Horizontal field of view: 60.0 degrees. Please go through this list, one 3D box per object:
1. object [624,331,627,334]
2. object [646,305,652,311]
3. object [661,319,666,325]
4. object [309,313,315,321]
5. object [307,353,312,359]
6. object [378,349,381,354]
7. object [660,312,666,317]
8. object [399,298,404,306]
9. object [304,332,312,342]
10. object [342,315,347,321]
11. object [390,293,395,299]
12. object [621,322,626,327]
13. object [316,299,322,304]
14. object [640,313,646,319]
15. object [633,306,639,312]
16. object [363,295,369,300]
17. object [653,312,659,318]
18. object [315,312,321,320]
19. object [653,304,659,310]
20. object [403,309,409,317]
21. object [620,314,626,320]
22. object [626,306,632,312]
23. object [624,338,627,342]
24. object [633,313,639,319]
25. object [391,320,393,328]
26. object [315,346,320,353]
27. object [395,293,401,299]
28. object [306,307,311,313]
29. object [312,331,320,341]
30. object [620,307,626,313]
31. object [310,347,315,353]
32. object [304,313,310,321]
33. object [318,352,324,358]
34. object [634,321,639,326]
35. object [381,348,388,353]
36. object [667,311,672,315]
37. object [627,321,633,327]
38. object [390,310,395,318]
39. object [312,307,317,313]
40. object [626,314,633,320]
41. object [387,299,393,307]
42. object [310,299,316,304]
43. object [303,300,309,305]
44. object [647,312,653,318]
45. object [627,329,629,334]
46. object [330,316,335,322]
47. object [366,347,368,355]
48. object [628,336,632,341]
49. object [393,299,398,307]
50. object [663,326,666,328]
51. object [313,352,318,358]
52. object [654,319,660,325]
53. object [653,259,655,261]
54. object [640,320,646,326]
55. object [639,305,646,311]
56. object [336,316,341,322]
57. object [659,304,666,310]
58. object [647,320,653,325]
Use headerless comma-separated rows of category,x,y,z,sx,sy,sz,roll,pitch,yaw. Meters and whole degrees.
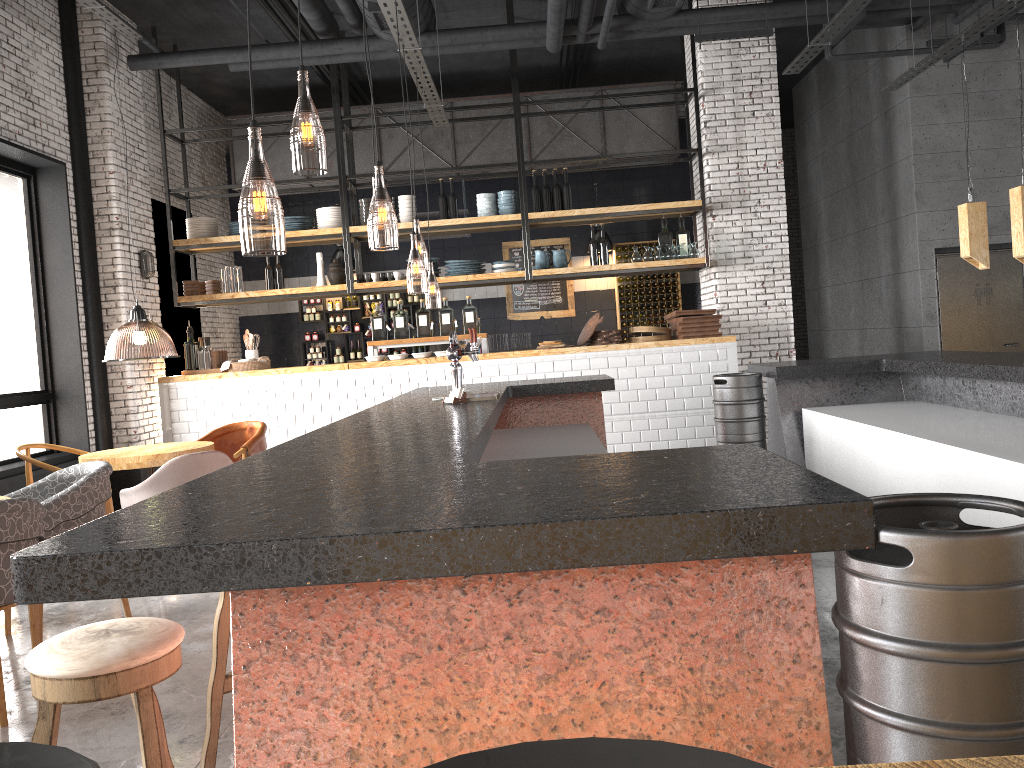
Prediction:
object,1.578,-0.731,12.477,0.079,0.079,0.281,-4,3,2
object,1.931,-1.072,12.459,0.079,0.079,0.284,-4,3,2
object,2.136,-0.877,12.479,0.079,0.079,0.281,-4,3,2
object,-2.854,-0.961,12.671,0.076,0.111,0.076,-3,2,21
object,-2.896,-0.402,12.688,0.070,0.083,0.071,-4,2,12
object,-1.923,-0.502,12.685,0.100,0.139,0.088,-4,2,2
object,2.128,-0.981,12.456,0.079,0.079,0.281,-4,3,2
object,-1.575,-1.166,12.636,0.076,0.111,0.076,-4,2,-3
object,-2.919,-0.677,12.704,0.100,0.139,0.088,-4,2,2
object,-2.390,-0.936,12.660,0.071,0.083,0.071,-4,2,-8
object,-1.706,-1.267,12.636,0.076,0.111,0.076,-5,2,-23
object,1.570,-0.835,12.465,0.079,0.079,0.281,-4,3,2
object,-2.761,-1.203,12.683,0.081,0.113,0.071,-4,2,2
object,1.845,-0.962,12.484,0.079,0.079,0.281,-4,3,2
object,1.743,-1.058,12.455,0.079,0.079,0.284,-4,3,2
object,-2.083,-1.273,12.644,0.079,0.156,0.079,-4,2,12
object,2.034,-0.975,12.475,0.079,0.079,0.281,-4,3,2
object,-2.772,-0.967,12.671,0.076,0.111,0.076,-4,2,-3
object,2.026,-1.080,12.477,0.079,0.079,0.284,-4,3,2
object,-1.516,-1.013,12.638,0.076,0.111,0.076,-5,2,-33
object,1.563,-0.941,12.486,0.079,0.079,0.281,-4,3,2
object,1.649,-1.052,12.467,0.079,0.079,0.284,-4,3,2
object,1.586,-0.627,12.495,0.079,0.079,0.281,-4,3,2
object,1.751,-0.954,12.466,0.079,0.079,0.281,-4,3,2
object,-1.683,-0.856,12.667,0.081,0.113,0.071,-4,2,1
object,-2.780,-0.494,12.681,0.071,0.083,0.071,-2,3,41
object,-1.625,-1.273,12.635,0.076,0.111,0.076,-4,2,7
object,-2.907,-1.054,12.669,0.071,0.083,0.071,-4,2,-8
object,-2.811,-0.685,12.701,0.100,0.139,0.088,-4,2,2
object,1.554,-1.044,12.446,0.079,0.079,0.284,-4,3,2
object,-2.857,-0.489,12.689,0.070,0.083,0.071,-3,2,27
object,-2.936,-0.955,12.674,0.076,0.111,0.076,-4,2,12
object,-2.735,-0.414,12.683,0.070,0.083,0.071,-3,2,26
object,1.759,-0.850,12.485,0.079,0.079,0.281,-4,3,2
object,-1.820,-0.509,12.682,0.100,0.139,0.088,-4,2,2
object,2.221,-0.987,12.431,0.079,0.079,0.281,-4,3,2
object,1.664,-0.841,12.448,0.079,0.079,0.281,-4,3,2
object,-1.694,-1.000,12.642,0.076,0.111,0.076,-3,2,27
object,-2.825,-1.060,12.667,0.070,0.083,0.071,-3,2,26
object,1.656,-0.946,12.449,0.079,0.079,0.281,-4,3,2
object,-1.740,-1.154,12.639,0.076,0.111,0.076,-4,2,12
object,-2.851,-1.197,12.685,0.081,0.113,0.071,-4,2,2
object,-2.948,-1.190,12.688,0.081,0.113,0.071,-4,2,2
object,1.939,-0.968,12.461,0.079,0.079,0.281,-4,3,2
object,1.672,-0.739,12.494,0.079,0.079,0.281,-4,3,2
object,-2.569,-0.923,12.665,0.070,0.083,0.071,-3,2,27
object,-2.031,-0.494,12.687,0.100,0.139,0.088,-4,2,2
object,1.679,-0.633,12.477,0.079,0.079,0.281,-4,3,2
object,-1.657,-1.160,12.637,0.076,0.111,0.076,-3,2,21
object,2.143,-0.772,12.478,0.079,0.079,0.281,-4,3,2
object,-2.817,-0.408,12.686,0.071,0.083,0.071,-4,2,-8
object,2.041,-0.869,12.462,0.079,0.079,0.281,-4,3,2
object,1.979,-1.706,12.417,0.079,0.079,0.284,-4,3,2
object,1.852,-0.855,12.443,0.079,0.079,0.281,-4,3,2
object,1.837,-1.066,12.462,0.079,0.079,0.284,-4,3,2
object,-2.475,-0.930,12.663,0.071,0.083,0.071,-4,2,-8
object,2.120,-1.086,12.455,0.079,0.079,0.284,-4,3,2
object,1.947,-0.862,12.455,0.079,0.079,0.281,-4,3,2
